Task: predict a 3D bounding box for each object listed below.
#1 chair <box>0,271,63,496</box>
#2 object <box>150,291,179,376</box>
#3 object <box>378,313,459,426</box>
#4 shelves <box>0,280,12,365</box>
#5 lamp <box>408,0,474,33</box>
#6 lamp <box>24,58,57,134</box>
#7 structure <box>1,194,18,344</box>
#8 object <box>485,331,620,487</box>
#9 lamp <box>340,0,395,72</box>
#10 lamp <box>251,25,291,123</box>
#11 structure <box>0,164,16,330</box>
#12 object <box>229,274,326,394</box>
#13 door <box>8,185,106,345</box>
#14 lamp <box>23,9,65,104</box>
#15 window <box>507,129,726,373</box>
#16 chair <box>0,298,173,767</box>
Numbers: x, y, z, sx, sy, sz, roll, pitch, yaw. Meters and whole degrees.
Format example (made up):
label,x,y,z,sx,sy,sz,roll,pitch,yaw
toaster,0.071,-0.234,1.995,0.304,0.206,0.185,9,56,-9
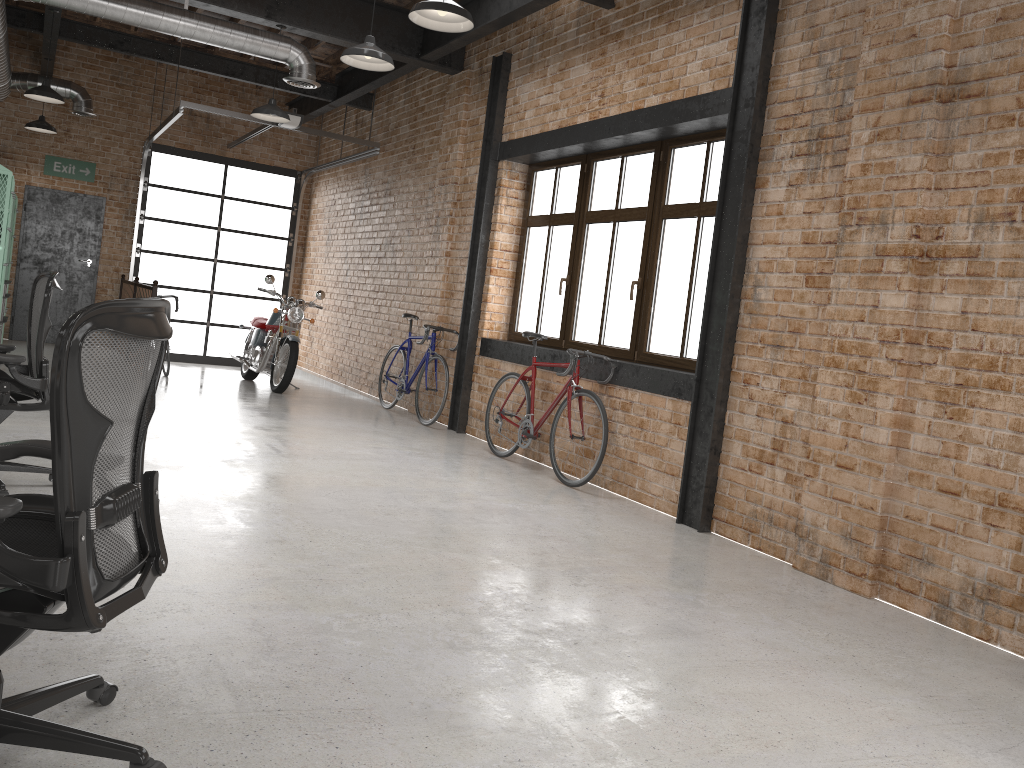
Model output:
label,x,y,z,sx,sy,sz,roll,pitch,yaw
chair,-2.543,-0.037,4.286,0.773,1.084,0.791,9,3,39
object,-4.378,-0.650,10.914,0.409,1.032,1.741,6,4,-23
object,-1.005,-0.182,8.970,0.400,1.038,1.745,6,4,-35
shelves,-5.584,-0.676,9.229,0.566,0.854,0.989,6,3,-29
lamp,-0.305,-2.665,4.847,0.361,1.361,0.363,6,2,-22
lamp,-5.707,-3.777,10.865,0.363,1.336,0.361,8,2,38
structure,-6.276,-1.487,10.567,0.555,2.097,1.122,6,2,-29
object,0.232,0.142,6.711,0.400,1.038,1.745,6,4,-35
lamp,-0.914,-2.565,5.907,0.361,0.855,0.363,7,2,-12
lamp,-2.200,-2.903,8.255,0.363,0.855,0.361,9,2,38
structure,-4.805,-1.102,7.881,0.555,2.097,1.122,6,2,-29
object,-2.855,-0.627,10.723,0.811,1.358,2.185,5,4,-41
door,-6.249,-1.607,12.194,0.996,2.096,0.219,6,2,-29
lamp,-4.524,-3.467,8.706,0.363,1.336,0.361,8,2,38
window,2.112,-0.692,4.513,0.146,1.688,8.672,6,4,-29
chair,-1.105,0.321,1.911,0.791,1.084,0.773,6,3,-20
